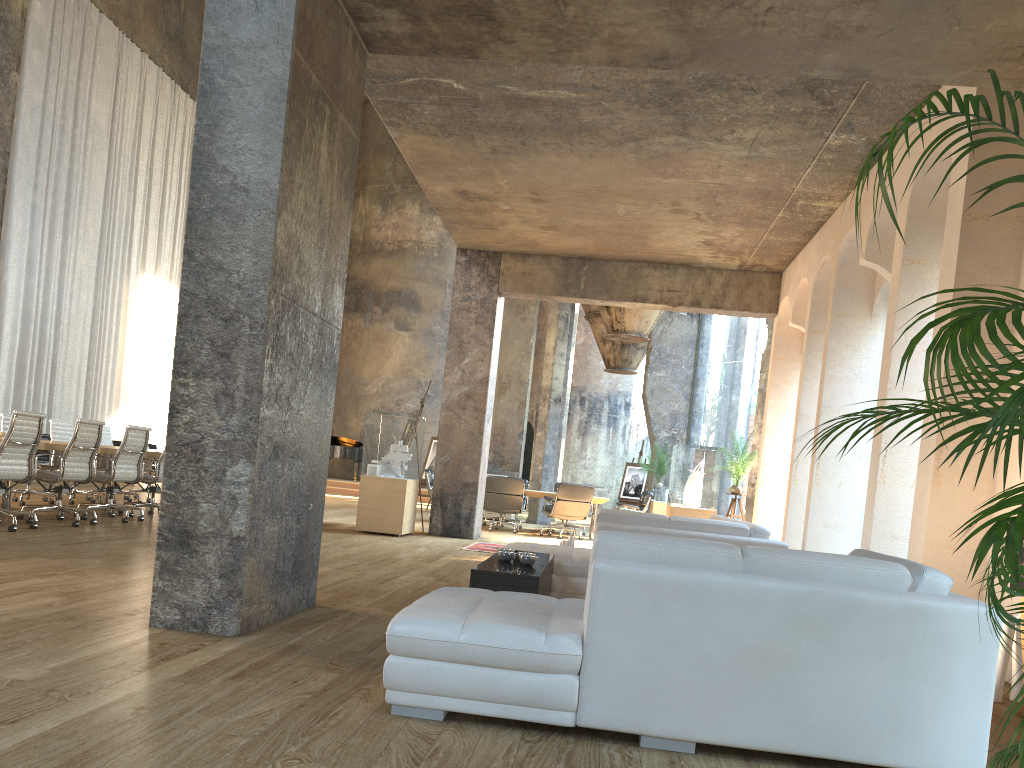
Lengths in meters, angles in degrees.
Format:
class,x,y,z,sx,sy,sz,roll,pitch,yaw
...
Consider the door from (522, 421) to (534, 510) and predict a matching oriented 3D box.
class,x,y,z,sx,sy,sz,roll,pitch,yaw
door,0.368,2.383,25.965,0.112,2.633,0.896,4,2,-42

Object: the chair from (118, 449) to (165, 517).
class,x,y,z,sx,sy,sz,roll,pitch,yaw
chair,-4.177,1.034,10.204,0.697,1.026,0.667,6,-1,11

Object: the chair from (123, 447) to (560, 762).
class,x,y,z,sx,sy,sz,roll,pitch,yaw
chair,-2.495,1.475,12.659,12.932,1.031,31.647,5,-6,6

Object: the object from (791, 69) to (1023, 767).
class,x,y,z,sx,sy,sz,roll,pitch,yaw
object,1.406,0.319,2.024,1.398,1.813,1.361,6,-1,12

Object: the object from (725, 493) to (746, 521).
class,x,y,z,sx,sy,sz,roll,pitch,yaw
object,3.008,2.014,12.270,0.662,0.973,0.567,6,-1,-30

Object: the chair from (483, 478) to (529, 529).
class,x,y,z,sx,sy,sz,roll,pitch,yaw
chair,-0.107,2.104,15.689,0.727,0.892,0.825,5,-2,13

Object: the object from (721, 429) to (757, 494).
class,x,y,z,sx,sy,sz,roll,pitch,yaw
object,3.166,1.074,12.244,0.688,0.940,0.860,6,-2,-3

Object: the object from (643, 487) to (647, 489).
class,x,y,z,sx,sy,sz,roll,pitch,yaw
object,3.076,2.829,19.790,0.658,0.973,0.571,6,0,0

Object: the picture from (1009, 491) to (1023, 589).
class,x,y,z,sx,sy,sz,roll,pitch,yaw
picture,2.832,0.180,4.145,0.069,1.771,1.507,6,-2,6

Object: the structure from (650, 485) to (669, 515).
class,x,y,z,sx,sy,sz,roll,pitch,yaw
structure,2.946,2.414,16.262,0.734,1.015,0.745,6,-1,6

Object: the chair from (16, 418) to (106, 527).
class,x,y,z,sx,sy,sz,roll,pitch,yaw
chair,-4.354,0.825,8.433,0.697,1.026,0.667,6,-1,11

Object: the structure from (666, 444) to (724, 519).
class,x,y,z,sx,sy,sz,roll,pitch,yaw
structure,2.421,1.620,11.846,0.593,1.548,0.744,6,0,6

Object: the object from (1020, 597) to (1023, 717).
class,x,y,z,sx,sy,sz,roll,pitch,yaw
object,2.479,1.254,4.125,0.174,0.631,0.237,6,1,-6

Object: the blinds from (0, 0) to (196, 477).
class,x,y,z,sx,sy,sz,roll,pitch,yaw
blinds,-7.839,-2.369,18.275,0.274,8.645,7.855,6,-2,7

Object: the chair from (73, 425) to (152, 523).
class,x,y,z,sx,sy,sz,roll,pitch,yaw
chair,-4.267,0.930,9.328,0.697,1.026,0.668,6,-1,14

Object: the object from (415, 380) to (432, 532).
class,x,y,z,sx,sy,sz,roll,pitch,yaw
object,-1.459,0.989,12.197,0.684,2.148,0.701,6,1,5

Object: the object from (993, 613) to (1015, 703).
class,x,y,z,sx,sy,sz,roll,pitch,yaw
object,2.459,1.375,4.424,0.100,0.452,0.101,7,1,31

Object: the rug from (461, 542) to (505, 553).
class,x,y,z,sx,sy,sz,roll,pitch,yaw
rug,0.688,2.078,10.598,2.459,0.009,1.352,5,-6,6

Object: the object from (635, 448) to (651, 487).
class,x,y,z,sx,sy,sz,roll,pitch,yaw
object,3.119,1.880,19.795,0.684,0.940,0.865,5,-2,27

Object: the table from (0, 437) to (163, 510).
class,x,y,z,sx,sy,sz,roll,pitch,yaw
table,-4.962,1.048,9.861,1.598,0.757,7.749,5,-6,6

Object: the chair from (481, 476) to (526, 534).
class,x,y,z,sx,sy,sz,roll,pitch,yaw
chair,-0.154,1.940,14.204,0.729,0.892,0.823,6,-2,0

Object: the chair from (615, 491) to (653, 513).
class,x,y,z,sx,sy,sz,roll,pitch,yaw
chair,1.889,2.203,14.724,0.821,0.893,0.731,6,-2,0

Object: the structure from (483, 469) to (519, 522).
class,x,y,z,sx,sy,sz,roll,pitch,yaw
structure,-0.306,2.259,17.900,0.742,1.015,0.737,6,-1,6

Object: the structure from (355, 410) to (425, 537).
class,x,y,z,sx,sy,sz,roll,pitch,yaw
structure,-1.555,1.158,11.315,0.593,1.548,0.744,6,0,6

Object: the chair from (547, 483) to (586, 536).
class,x,y,z,sx,sy,sz,roll,pitch,yaw
chair,0.998,2.205,15.579,0.728,0.892,0.824,6,-2,7

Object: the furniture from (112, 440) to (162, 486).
class,x,y,z,sx,sy,sz,roll,pitch,yaw
furniture,-7.263,1.597,17.530,0.707,0.840,1.880,6,-5,6

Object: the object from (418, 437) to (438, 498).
class,x,y,z,sx,sy,sz,roll,pitch,yaw
object,-1.412,1.542,17.296,0.696,2.148,0.688,6,1,38

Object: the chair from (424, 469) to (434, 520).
class,x,y,z,sx,sy,sz,roll,pitch,yaw
chair,-1.123,1.930,15.035,0.820,0.893,0.731,6,-2,2

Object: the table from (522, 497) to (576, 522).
class,x,y,z,sx,sy,sz,roll,pitch,yaw
table,0.840,2.951,21.084,1.868,0.546,0.945,5,-4,6

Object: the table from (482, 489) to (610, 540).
class,x,y,z,sx,sy,sz,roll,pitch,yaw
table,0.405,2.163,14.875,2.406,0.700,1.109,5,-4,6

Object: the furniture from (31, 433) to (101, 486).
class,x,y,z,sx,sy,sz,roll,pitch,yaw
furniture,-7.501,1.317,15.153,0.707,0.840,1.880,6,-5,6

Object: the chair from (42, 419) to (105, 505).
class,x,y,z,sx,sy,sz,roll,pitch,yaw
chair,-5.484,1.001,11.138,0.697,1.026,0.667,6,-1,11

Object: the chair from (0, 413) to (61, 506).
class,x,y,z,sx,sy,sz,roll,pitch,yaw
chair,-5.571,0.896,10.243,0.697,1.026,0.668,6,-1,14

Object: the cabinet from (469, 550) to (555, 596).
class,x,y,z,sx,sy,sz,roll,pitch,yaw
cabinet,0.010,1.278,5.450,0.395,0.368,1.569,6,-6,6

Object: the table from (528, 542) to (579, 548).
class,x,y,z,sx,sy,sz,roll,pitch,yaw
table,0.524,1.746,8.731,0.858,0.246,0.371,5,-4,6

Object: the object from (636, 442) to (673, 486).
class,x,y,z,sx,sy,sz,roll,pitch,yaw
object,2.854,1.591,17.349,0.857,0.940,0.690,6,-1,9

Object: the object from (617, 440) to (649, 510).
class,x,y,z,sx,sy,sz,roll,pitch,yaw
object,2.951,2.379,20.951,0.697,2.148,0.688,6,1,35

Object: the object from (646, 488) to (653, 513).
class,x,y,z,sx,sy,sz,roll,pitch,yaw
object,2.904,2.542,17.281,0.567,0.973,0.663,5,-1,42

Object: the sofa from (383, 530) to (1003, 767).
class,x,y,z,sx,sy,sz,roll,pitch,yaw
sofa,0.628,0.952,3.483,2.064,0.721,1.075,5,-4,5

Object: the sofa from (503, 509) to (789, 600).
class,x,y,z,sx,sy,sz,roll,pitch,yaw
sofa,1.045,1.442,7.666,2.061,0.721,2.942,5,-6,6

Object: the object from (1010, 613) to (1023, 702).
class,x,y,z,sx,sy,sz,roll,pitch,yaw
object,2.601,1.396,4.488,0.100,0.452,0.101,7,1,31

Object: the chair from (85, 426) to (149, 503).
class,x,y,z,sx,sy,sz,roll,pitch,yaw
chair,-5.395,1.108,12.051,0.697,1.026,0.667,6,-1,9

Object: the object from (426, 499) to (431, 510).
class,x,y,z,sx,sy,sz,roll,pitch,yaw
object,-1.329,1.753,19.187,0.680,2.148,0.705,6,1,32

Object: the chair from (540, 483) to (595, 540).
class,x,y,z,sx,sy,sz,roll,pitch,yaw
chair,0.850,2.034,14.136,0.733,0.892,0.819,6,-2,-20

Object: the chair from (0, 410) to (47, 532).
class,x,y,z,sx,sy,sz,roll,pitch,yaw
chair,-4.443,0.718,7.519,0.697,1.026,0.667,6,-1,9
